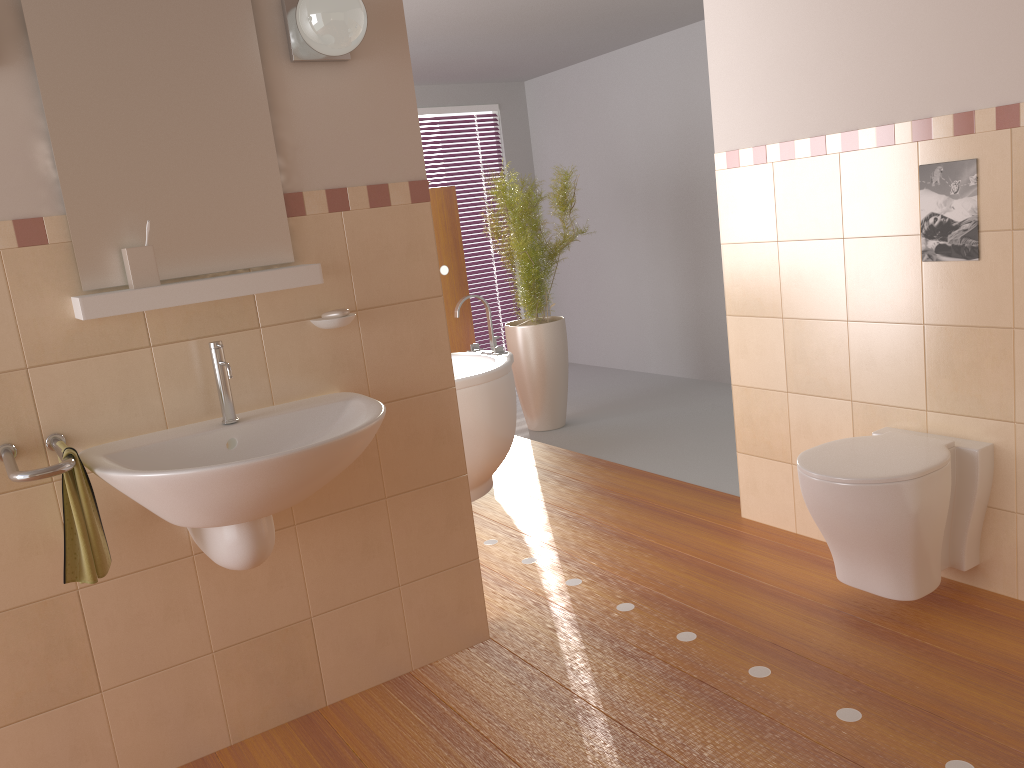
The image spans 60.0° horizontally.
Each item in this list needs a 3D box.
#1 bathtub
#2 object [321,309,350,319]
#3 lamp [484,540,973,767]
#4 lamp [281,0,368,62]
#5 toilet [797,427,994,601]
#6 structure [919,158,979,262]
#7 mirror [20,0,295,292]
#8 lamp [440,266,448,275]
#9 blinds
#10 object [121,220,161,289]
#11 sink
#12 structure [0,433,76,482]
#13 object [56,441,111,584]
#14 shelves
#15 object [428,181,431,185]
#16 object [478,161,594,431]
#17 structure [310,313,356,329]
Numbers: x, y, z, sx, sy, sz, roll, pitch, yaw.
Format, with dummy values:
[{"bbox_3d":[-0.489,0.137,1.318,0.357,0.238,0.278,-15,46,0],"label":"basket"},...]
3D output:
[{"bbox_3d":[-0.789,0.158,4.054,1.874,0.900,0.888,-14,13,-31],"label":"bathtub"},{"bbox_3d":[-0.462,-0.183,2.325,0.075,0.023,0.050,-2,12,23],"label":"object"},{"bbox_3d":[-0.806,1.056,1.829,3.173,0.001,2.893,-14,13,-31],"label":"lamp"},{"bbox_3d":[-0.450,-0.894,2.182,0.173,0.173,0.209,-14,13,-31],"label":"lamp"},{"bbox_3d":[1.092,0.387,2.593,0.534,0.400,0.375,-14,13,-31],"label":"toilet"},{"bbox_3d":[1.237,-0.487,2.514,0.005,0.279,0.170,-14,13,-31],"label":"structure"},{"bbox_3d":[-0.819,-0.651,2.079,0.502,0.799,0.008,-14,13,-31],"label":"mirror"},{"bbox_3d":[-0.862,-0.551,4.897,1.169,0.052,0.001,-14,13,-31],"label":"lamp"},{"bbox_3d":[-1.970,-0.668,5.978,4.712,2.022,0.032,-14,13,-31],"label":"blinds"},{"bbox_3d":[-0.852,-0.295,2.029,0.063,0.149,0.073,-14,13,-31],"label":"object"},{"bbox_3d":[-0.586,0.167,2.023,0.683,0.516,0.539,-14,13,-31],"label":"sink"},{"bbox_3d":[-1.003,0.160,1.876,0.142,0.042,0.333,-14,13,-31],"label":"structure"},{"bbox_3d":[-0.937,0.274,1.926,0.085,0.306,0.181,-10,11,-15],"label":"object"},{"bbox_3d":[-0.739,-0.225,2.117,0.554,0.050,0.138,-14,13,-31],"label":"shelves"},{"bbox_3d":[-0.556,-1.151,5.181,0.173,0.046,0.173,-14,13,-31],"label":"object"},{"bbox_3d":[0.215,-0.517,5.148,0.683,1.557,1.335,-7,11,1],"label":"object"},{"bbox_3d":[-0.460,-0.161,2.328,0.117,0.029,0.092,-14,13,-31],"label":"structure"}]
